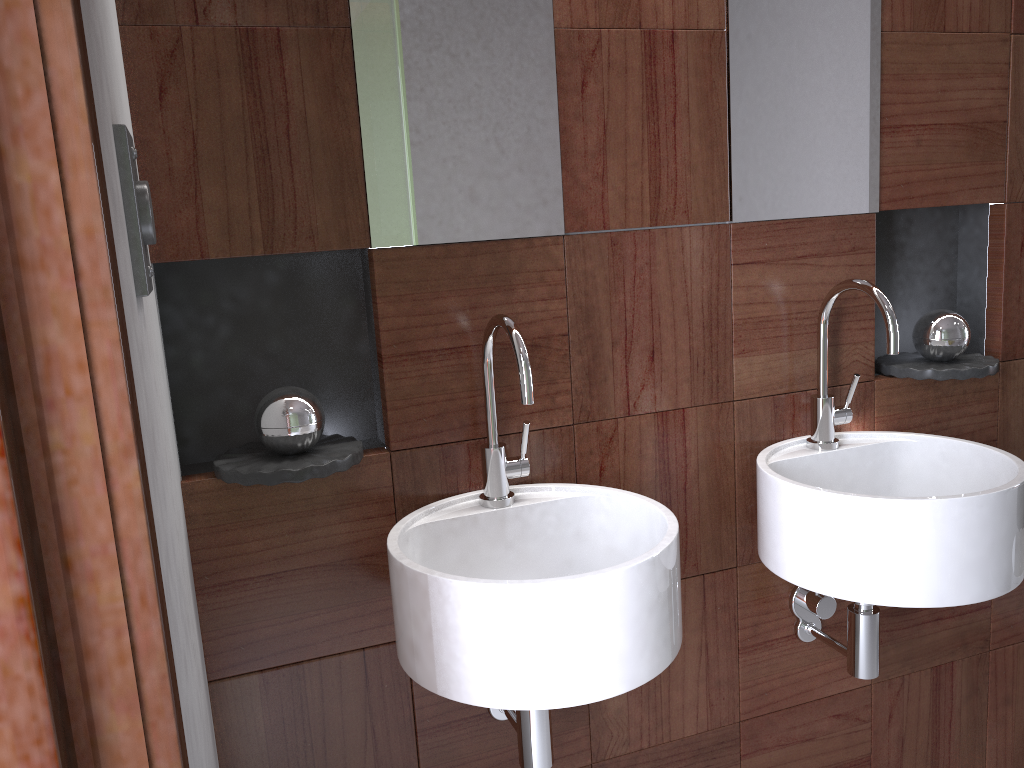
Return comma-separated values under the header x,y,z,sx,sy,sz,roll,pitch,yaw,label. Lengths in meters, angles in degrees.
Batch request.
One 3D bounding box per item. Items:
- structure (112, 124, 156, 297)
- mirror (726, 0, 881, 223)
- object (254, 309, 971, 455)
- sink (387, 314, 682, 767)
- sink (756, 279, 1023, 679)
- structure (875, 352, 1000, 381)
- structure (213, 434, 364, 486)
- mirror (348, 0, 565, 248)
x,y,z,sx,sy,sz,roll,pitch,yaw,label
-0.381,-0.173,0.902,0.028,0.164,0.109,-7,11,-19,structure
0.510,-0.612,1.540,0.316,0.635,0.010,-7,11,-19,mirror
0.252,-0.020,1.530,1.350,0.104,0.104,-7,11,-19,object
0.032,0.260,1.284,0.415,0.715,0.417,-7,11,-19,sink
0.625,0.185,1.487,0.415,0.715,0.417,-7,11,-19,sink
0.838,-0.038,1.754,0.220,0.023,0.222,-9,12,-29,structure
-0.338,0.112,1.350,0.220,0.023,0.222,2,12,30,structure
-0.085,-0.536,1.336,0.316,0.635,0.010,-7,11,-19,mirror
